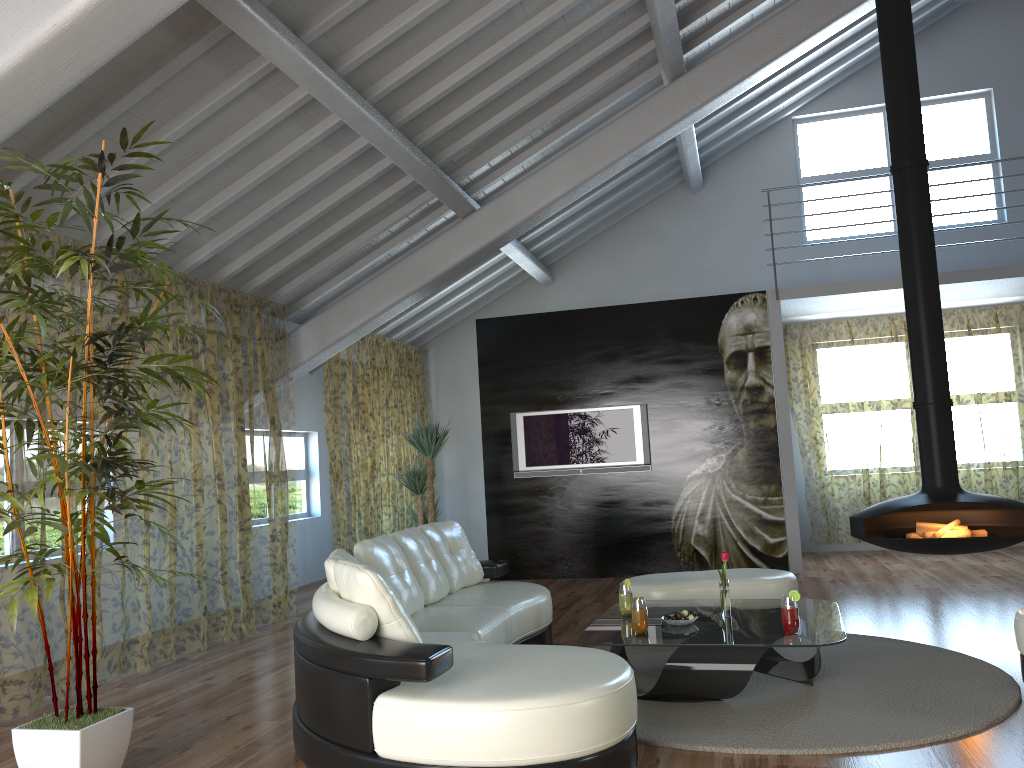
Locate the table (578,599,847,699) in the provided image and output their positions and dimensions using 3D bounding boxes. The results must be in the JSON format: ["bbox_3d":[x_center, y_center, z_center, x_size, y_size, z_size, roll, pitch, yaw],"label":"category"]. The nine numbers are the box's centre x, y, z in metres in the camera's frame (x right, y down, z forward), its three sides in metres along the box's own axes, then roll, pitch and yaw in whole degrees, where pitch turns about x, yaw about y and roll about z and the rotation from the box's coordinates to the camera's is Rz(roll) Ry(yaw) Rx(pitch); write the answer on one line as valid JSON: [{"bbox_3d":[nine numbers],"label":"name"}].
[{"bbox_3d":[1.020,1.319,4.421,1.201,0.290,1.201,-5,-5,17],"label":"table"}]

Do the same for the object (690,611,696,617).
[{"bbox_3d":[0.895,1.137,4.382,0.030,0.033,0.030,-3,-5,-6],"label":"object"}]

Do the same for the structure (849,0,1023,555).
[{"bbox_3d":[2.720,-1.609,6.099,1.176,5.494,0.851,-4,-5,13],"label":"structure"}]

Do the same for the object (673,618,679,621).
[{"bbox_3d":[0.802,1.160,4.335,0.031,0.030,0.032,-1,-6,-22],"label":"object"}]

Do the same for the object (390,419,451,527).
[{"bbox_3d":[-0.749,1.094,7.664,0.564,1.586,0.588,1,-7,-42],"label":"object"}]

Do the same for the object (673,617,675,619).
[{"bbox_3d":[0.791,1.164,4.365,0.032,0.029,0.032,-1,-6,-23],"label":"object"}]

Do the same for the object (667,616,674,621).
[{"bbox_3d":[0.773,1.150,4.334,0.031,0.031,0.032,-8,-7,43],"label":"object"}]

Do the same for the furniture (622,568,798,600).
[{"bbox_3d":[1.254,1.397,5.663,1.134,0.367,0.596,-3,-5,-2],"label":"furniture"}]

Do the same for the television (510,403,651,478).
[{"bbox_3d":[0.650,0.555,8.571,1.336,0.639,0.044,-5,-5,14],"label":"television"}]

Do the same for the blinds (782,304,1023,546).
[{"bbox_3d":[4.235,0.430,9.011,2.780,2.324,0.306,-5,-5,15],"label":"blinds"}]

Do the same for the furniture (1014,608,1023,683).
[{"bbox_3d":[2.499,1.141,3.590,0.596,0.367,1.134,-4,-5,8],"label":"furniture"}]

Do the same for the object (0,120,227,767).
[{"bbox_3d":[-1.641,0.293,3.431,1.177,2.473,1.399,-7,-7,39],"label":"object"}]

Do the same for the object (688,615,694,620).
[{"bbox_3d":[0.882,1.151,4.358,0.030,0.032,0.032,-5,-5,17],"label":"object"}]

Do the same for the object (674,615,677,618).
[{"bbox_3d":[0.822,1.161,4.420,0.032,0.032,0.029,-2,-5,-11],"label":"object"}]

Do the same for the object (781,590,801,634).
[{"bbox_3d":[1.255,1.026,4.001,0.075,0.192,0.081,-2,-5,-10],"label":"object"}]

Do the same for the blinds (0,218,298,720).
[{"bbox_3d":[-2.270,0.493,5.677,0.306,2.546,3.505,-5,-5,15],"label":"blinds"}]

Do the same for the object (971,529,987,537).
[{"bbox_3d":[3.026,1.022,5.933,0.274,0.082,0.066,-5,-5,15],"label":"object"}]

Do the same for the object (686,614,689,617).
[{"bbox_3d":[0.874,1.156,4.392,0.031,0.031,0.032,-6,-6,25],"label":"object"}]

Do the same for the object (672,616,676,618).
[{"bbox_3d":[0.802,1.165,4.397,0.030,0.031,0.031,-8,-7,42],"label":"object"}]

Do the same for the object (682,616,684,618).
[{"bbox_3d":[0.845,1.163,4.397,0.031,0.032,0.030,-4,-5,12],"label":"object"}]

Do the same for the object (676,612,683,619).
[{"bbox_3d":[0.819,1.132,4.334,0.030,0.034,0.030,-3,-5,-4],"label":"object"}]

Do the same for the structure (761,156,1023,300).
[{"bbox_3d":[2.316,-1.756,3.090,2.536,1.055,10.133,-5,-5,14],"label":"structure"}]

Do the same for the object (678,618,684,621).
[{"bbox_3d":[0.824,1.152,4.311,0.032,0.031,0.031,-2,-5,-9],"label":"object"}]

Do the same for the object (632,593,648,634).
[{"bbox_3d":[0.600,1.079,4.178,0.081,0.192,0.075,1,-7,-40],"label":"object"}]

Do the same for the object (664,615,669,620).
[{"bbox_3d":[0.762,1.152,4.362,0.032,0.031,0.030,-5,-6,23],"label":"object"}]

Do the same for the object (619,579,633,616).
[{"bbox_3d":[0.602,1.125,4.690,0.075,0.192,0.081,-5,-5,20],"label":"object"}]

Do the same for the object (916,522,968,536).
[{"bbox_3d":[2.873,0.983,5.935,0.317,0.129,0.109,-6,-6,24],"label":"object"}]

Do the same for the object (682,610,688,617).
[{"bbox_3d":[0.854,1.134,4.384,0.032,0.032,0.029,-1,-5,-21],"label":"object"}]

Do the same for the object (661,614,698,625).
[{"bbox_3d":[0.826,1.164,4.366,0.178,0.031,0.178,-4,-5,7],"label":"object"}]

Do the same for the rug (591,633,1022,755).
[{"bbox_3d":[1.225,1.464,4.439,2.307,0.020,2.313,-2,-5,-15],"label":"rug"}]

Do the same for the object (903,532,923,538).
[{"bbox_3d":[2.802,1.032,6.014,0.302,0.127,0.089,-2,-5,-10],"label":"object"}]

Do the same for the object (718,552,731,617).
[{"bbox_3d":[1.071,1.015,4.497,0.069,0.323,0.060,-2,-5,-9],"label":"object"}]

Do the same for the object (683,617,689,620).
[{"bbox_3d":[0.854,1.160,4.366,0.032,0.030,0.032,-1,-6,-26],"label":"object"}]

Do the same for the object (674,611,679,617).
[{"bbox_3d":[0.821,1.141,4.396,0.030,0.031,0.031,-5,-5,17],"label":"object"}]

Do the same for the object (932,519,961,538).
[{"bbox_3d":[2.868,0.959,5.851,0.268,0.117,0.040,0,-6,-29],"label":"object"}]

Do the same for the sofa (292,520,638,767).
[{"bbox_3d":[-0.330,1.150,4.350,1.359,0.805,3.047,-3,-5,-6],"label":"sofa"}]

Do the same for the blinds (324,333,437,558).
[{"bbox_3d":[-1.320,0.763,9.315,0.306,2.546,2.780,-5,-5,15],"label":"blinds"}]

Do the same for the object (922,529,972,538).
[{"bbox_3d":[2.866,1.011,5.846,0.285,0.103,0.095,-5,-5,15],"label":"object"}]
